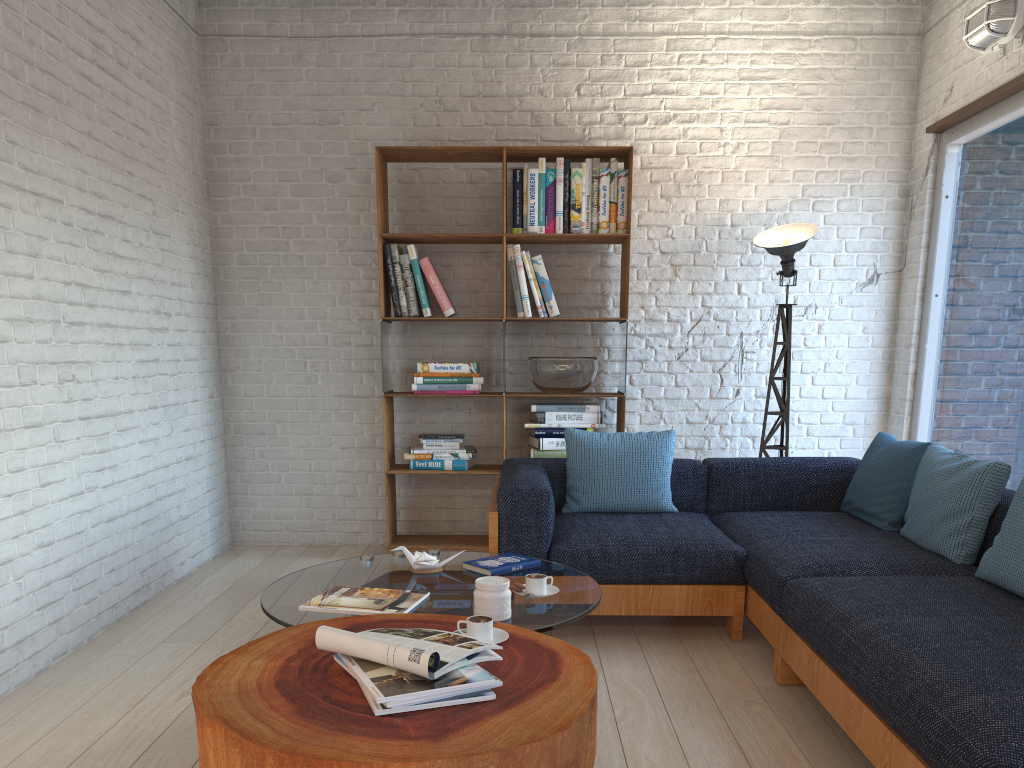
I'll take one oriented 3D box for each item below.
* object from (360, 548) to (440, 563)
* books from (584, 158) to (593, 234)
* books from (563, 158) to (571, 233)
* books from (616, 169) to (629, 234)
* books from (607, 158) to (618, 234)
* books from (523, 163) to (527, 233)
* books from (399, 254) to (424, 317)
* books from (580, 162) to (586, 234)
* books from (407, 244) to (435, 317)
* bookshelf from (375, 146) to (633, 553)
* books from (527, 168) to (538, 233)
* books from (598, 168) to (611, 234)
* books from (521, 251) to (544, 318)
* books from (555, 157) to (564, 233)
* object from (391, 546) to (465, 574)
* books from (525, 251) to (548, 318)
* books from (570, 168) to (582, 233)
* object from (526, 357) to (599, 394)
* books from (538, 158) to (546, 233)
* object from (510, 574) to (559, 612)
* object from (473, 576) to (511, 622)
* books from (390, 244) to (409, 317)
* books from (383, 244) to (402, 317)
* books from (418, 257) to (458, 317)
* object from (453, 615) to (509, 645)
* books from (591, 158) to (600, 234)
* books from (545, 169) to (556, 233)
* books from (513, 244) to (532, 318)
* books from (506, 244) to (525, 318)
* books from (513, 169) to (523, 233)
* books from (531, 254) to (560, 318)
[{"bbox_3d":[-0.412,0.627,3.209,0.301,0.028,0.067,-1,4,-21],"label":"object"},{"bbox_3d":[0.403,-0.987,4.700,0.036,0.394,0.236,0,9,1],"label":"books"},{"bbox_3d":[0.288,-0.986,4.688,0.036,0.394,0.236,0,9,1],"label":"books"},{"bbox_3d":[0.583,-0.958,4.707,0.055,0.339,0.247,0,9,1],"label":"books"},{"bbox_3d":[0.533,-0.986,4.686,0.036,0.394,0.236,0,9,1],"label":"books"},{"bbox_3d":[0.071,-0.974,4.702,0.021,0.369,0.264,0,9,1],"label":"books"},{"bbox_3d":[-0.553,-0.533,4.821,0.102,0.343,0.247,0,9,1],"label":"books"},{"bbox_3d":[0.373,-0.973,4.690,0.021,0.369,0.264,0,9,1],"label":"books"},{"bbox_3d":[-0.497,-0.556,4.785,0.121,0.392,0.236,0,9,1],"label":"books"},{"bbox_3d":[-0.041,-0.111,4.859,1.318,2.265,0.353,0,12,1],"label":"bookshelf"},{"bbox_3d":[0.110,-0.959,4.688,0.055,0.339,0.247,0,9,1],"label":"books"},{"bbox_3d":[0.486,-0.958,4.687,0.055,0.339,0.247,0,9,1],"label":"books"},{"bbox_3d":[0.111,-0.536,4.786,0.125,0.358,0.264,0,8,1],"label":"books"},{"bbox_3d":[0.251,-0.986,4.679,0.036,0.394,0.236,0,9,1],"label":"books"},{"bbox_3d":[-0.291,0.601,3.030,0.185,0.093,0.190,2,4,26],"label":"object"},{"bbox_3d":[0.133,-0.536,4.795,0.125,0.358,0.264,0,8,1],"label":"books"},{"bbox_3d":[0.335,-0.958,4.679,0.055,0.339,0.247,0,9,1],"label":"books"},{"bbox_3d":[0.282,-0.049,4.901,0.399,0.207,0.395,4,6,42],"label":"object"},{"bbox_3d":[0.157,-0.987,4.686,0.036,0.394,0.236,0,9,1],"label":"books"},{"bbox_3d":[0.078,0.633,2.676,0.155,0.058,0.264,0,3,-7],"label":"object"},{"bbox_3d":[-0.056,0.612,2.490,0.108,0.111,0.105,2,8,16],"label":"object"},{"bbox_3d":[-0.604,-0.558,4.798,0.091,0.395,0.236,0,9,1],"label":"books"},{"bbox_3d":[-0.641,-0.558,4.791,0.091,0.395,0.236,0,9,1],"label":"books"},{"bbox_3d":[-0.405,-0.525,4.813,0.195,0.327,0.247,0,8,1],"label":"books"},{"bbox_3d":[-0.083,0.614,2.194,0.146,0.057,0.171,0,3,-10],"label":"object"},{"bbox_3d":[0.439,-0.986,4.687,0.036,0.394,0.236,0,9,1],"label":"books"},{"bbox_3d":[0.204,-0.959,4.705,0.055,0.339,0.247,0,9,1],"label":"books"},{"bbox_3d":[0.058,-0.552,4.774,0.103,0.394,0.236,0,9,1],"label":"books"},{"bbox_3d":[0.020,-0.554,4.797,0.101,0.394,0.236,0,9,1],"label":"books"},{"bbox_3d":[0.033,-0.960,4.707,0.055,0.339,0.247,0,9,1],"label":"books"},{"bbox_3d":[0.181,-0.527,4.782,0.158,0.338,0.247,0,9,1],"label":"books"}]
